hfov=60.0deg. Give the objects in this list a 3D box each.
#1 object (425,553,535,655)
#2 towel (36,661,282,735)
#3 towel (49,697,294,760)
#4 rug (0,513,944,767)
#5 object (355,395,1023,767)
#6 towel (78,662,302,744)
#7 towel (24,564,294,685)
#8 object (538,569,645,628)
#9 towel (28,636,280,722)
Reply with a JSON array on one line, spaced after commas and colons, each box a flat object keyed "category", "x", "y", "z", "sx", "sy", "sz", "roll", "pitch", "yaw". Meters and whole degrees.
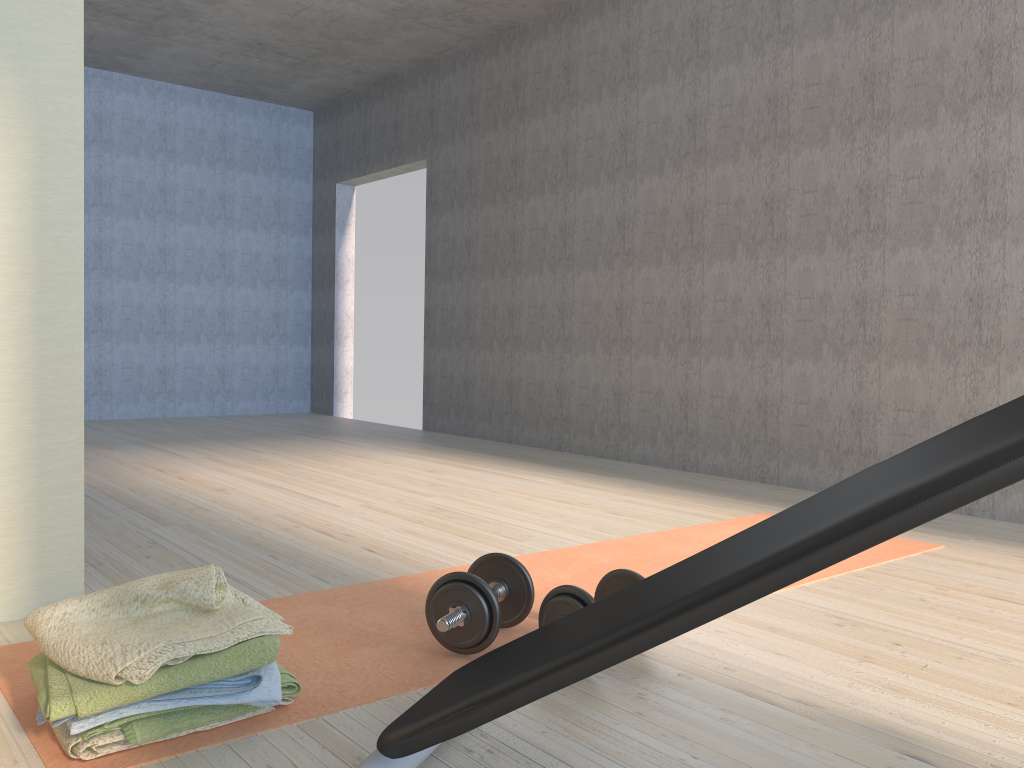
[{"category": "object", "x": -0.067, "y": 0.481, "z": 1.965, "sx": 0.176, "sy": 0.176, "sz": 0.385, "roll": 2, "pitch": 3, "yaw": 22}, {"category": "towel", "x": -0.626, "y": 0.509, "z": 1.596, "sx": 0.383, "sy": 0.078, "sz": 0.383, "roll": 0, "pitch": 3, "yaw": -22}, {"category": "towel", "x": -0.646, "y": 0.556, "z": 1.617, "sx": 0.376, "sy": 0.044, "sz": 0.371, "roll": -1, "pitch": 3, "yaw": -40}, {"category": "rug", "x": 0.185, "y": 0.558, "z": 2.456, "sx": 2.779, "sy": 0.002, "sz": 0.716, "roll": -1, "pitch": 3, "yaw": -39}, {"category": "object", "x": 0.432, "y": 0.246, "z": 1.149, "sx": 1.312, "sy": 0.746, "sz": 0.505, "roll": 2, "pitch": 3, "yaw": 20}, {"category": "towel", "x": -0.626, "y": 0.533, "z": 1.622, "sx": 0.380, "sy": 0.081, "sz": 0.367, "roll": -1, "pitch": 3, "yaw": -41}, {"category": "towel", "x": -0.632, "y": 0.418, "z": 1.598, "sx": 0.373, "sy": 0.123, "sz": 0.384, "roll": 3, "pitch": 3, "yaw": 35}, {"category": "object", "x": 0.189, "y": 0.499, "z": 1.892, "sx": 0.176, "sy": 0.176, "sz": 0.385, "roll": 3, "pitch": 3, "yaw": 42}, {"category": "towel", "x": -0.638, "y": 0.473, "z": 1.572, "sx": 0.376, "sy": 0.085, "sz": 0.371, "roll": -1, "pitch": 3, "yaw": -34}]
